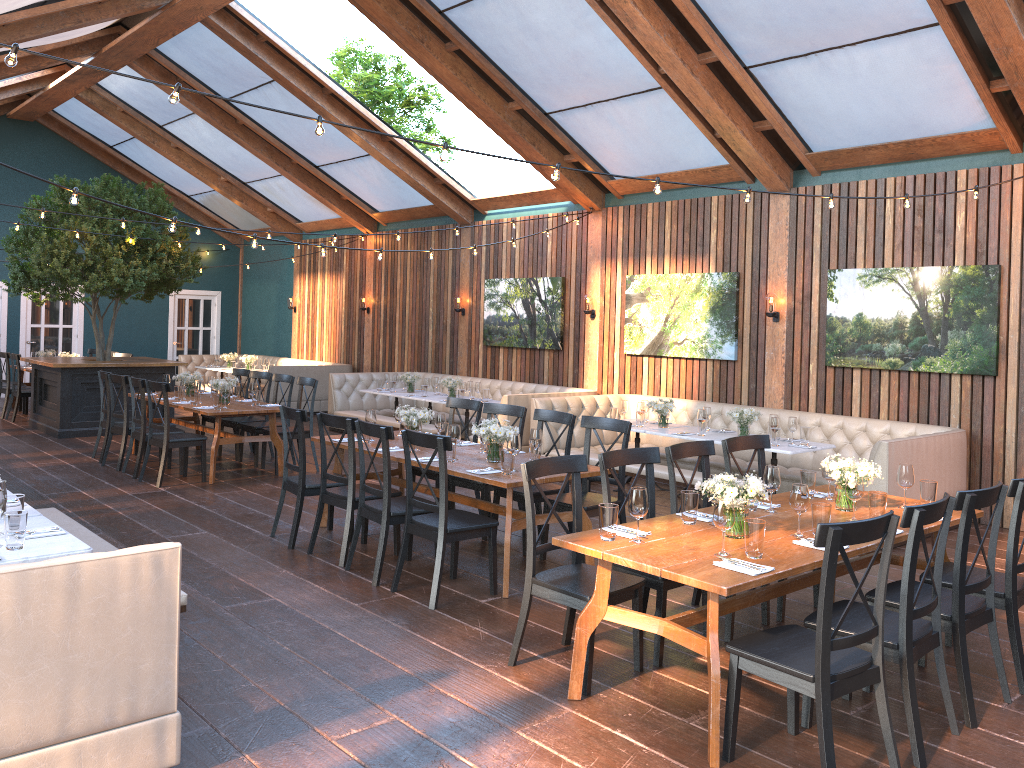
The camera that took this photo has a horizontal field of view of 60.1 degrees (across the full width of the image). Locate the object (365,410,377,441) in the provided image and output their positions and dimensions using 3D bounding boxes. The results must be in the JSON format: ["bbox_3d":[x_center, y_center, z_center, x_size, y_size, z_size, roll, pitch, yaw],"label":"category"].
[{"bbox_3d":[-1.129,0.330,7.073,0.092,0.244,0.092,2,1,7],"label":"object"}]

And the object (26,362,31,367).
[{"bbox_3d":[-8.160,-0.373,14.928,0.092,0.158,0.092,1,1,-15],"label":"object"}]

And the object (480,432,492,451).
[{"bbox_3d":[-0.200,0.425,6.699,0.092,0.158,0.092,1,1,-15],"label":"object"}]

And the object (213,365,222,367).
[{"bbox_3d":[-5.827,-0.357,17.461,0.157,0.019,0.255,-2,5,-41],"label":"object"}]

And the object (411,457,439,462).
[{"bbox_3d":[-0.572,0.520,6.188,0.255,0.019,0.158,-2,5,-41],"label":"object"}]

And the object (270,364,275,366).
[{"bbox_3d":[-4.333,-0.281,15.977,0.092,0.158,0.092,2,1,35],"label":"object"}]

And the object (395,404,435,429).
[{"bbox_3d":[-0.774,0.313,6.989,0.329,0.309,0.337,1,2,-7],"label":"object"}]

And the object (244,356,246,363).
[{"bbox_3d":[-5.047,-0.399,16.770,0.092,0.244,0.092,2,1,7],"label":"object"}]

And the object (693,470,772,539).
[{"bbox_3d":[1.047,0.561,4.175,0.336,0.309,0.329,1,2,-9],"label":"object"}]

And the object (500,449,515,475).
[{"bbox_3d":[-0.031,0.501,5.677,0.092,0.158,0.092,1,1,-15],"label":"object"}]

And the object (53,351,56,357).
[{"bbox_3d":[-7.976,-0.442,15.378,0.092,0.244,0.092,2,1,1],"label":"object"}]

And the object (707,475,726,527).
[{"bbox_3d":[1.012,0.578,4.383,0.092,0.244,0.092,2,1,1],"label":"object"}]

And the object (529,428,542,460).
[{"bbox_3d":[0.163,0.433,6.117,0.092,0.244,0.092,2,1,1],"label":"object"}]

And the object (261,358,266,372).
[{"bbox_3d":[-4.552,-0.346,16.207,0.092,0.244,0.092,2,1,7],"label":"object"}]

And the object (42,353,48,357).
[{"bbox_3d":[-7.721,-0.383,14.636,0.092,0.244,0.092,2,1,1],"label":"object"}]

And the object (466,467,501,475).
[{"bbox_3d":[-0.161,0.561,5.766,0.255,0.019,0.158,-2,5,-41],"label":"object"}]

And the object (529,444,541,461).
[{"bbox_3d":[0.162,0.468,6.226,0.092,0.158,0.092,1,1,-15],"label":"object"}]

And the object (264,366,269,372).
[{"bbox_3d":[-4.530,-0.310,16.314,0.092,0.158,0.092,2,1,35],"label":"object"}]

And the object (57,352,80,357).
[{"bbox_3d":[-7.143,-0.372,14.252,0.329,0.309,0.337,1,2,-26],"label":"object"}]

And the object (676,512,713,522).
[{"bbox_3d":[0.986,0.678,4.551,0.157,0.019,0.255,-2,5,-41],"label":"object"}]

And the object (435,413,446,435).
[{"bbox_3d":[-0.564,0.354,6.956,0.092,0.244,0.092,2,1,1],"label":"object"}]

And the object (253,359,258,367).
[{"bbox_3d":[-4.623,-0.328,15.924,0.092,0.244,0.092,2,1,7],"label":"object"}]

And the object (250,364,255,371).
[{"bbox_3d":[-4.647,-0.279,15.817,0.092,0.158,0.092,2,1,35],"label":"object"}]

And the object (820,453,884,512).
[{"bbox_3d":[1.850,0.536,4.856,0.329,0.309,0.336,2,2,14],"label":"object"}]

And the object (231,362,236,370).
[{"bbox_3d":[-5.175,-0.335,16.413,0.092,0.158,0.092,2,1,35],"label":"object"}]

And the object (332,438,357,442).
[{"bbox_3d":[-1.293,0.440,7.048,0.255,0.019,0.158,-2,5,-41],"label":"object"}]

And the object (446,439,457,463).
[{"bbox_3d":[-0.428,0.461,6.100,0.092,0.158,0.092,1,1,-15],"label":"object"}]

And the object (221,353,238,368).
[{"bbox_3d":[-5.444,-0.461,17.027,0.329,0.309,0.336,2,2,14],"label":"object"}]

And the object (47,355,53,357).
[{"bbox_3d":[-7.398,-0.340,14.160,0.092,0.244,0.092,2,1,7],"label":"object"}]

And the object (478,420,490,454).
[{"bbox_3d":[-0.211,0.390,6.581,0.092,0.244,0.092,2,1,1],"label":"object"}]

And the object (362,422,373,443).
[{"bbox_3d":[-1.142,0.381,6.953,0.092,0.158,0.092,2,1,5],"label":"object"}]

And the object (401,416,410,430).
[{"bbox_3d":[-0.917,0.346,7.542,0.092,0.158,0.092,2,1,-5],"label":"object"}]

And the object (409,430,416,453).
[{"bbox_3d":[-0.745,0.424,6.519,0.092,0.158,0.092,1,1,-15],"label":"object"}]

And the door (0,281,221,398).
[{"bbox_3d":[-9.598,-0.854,17.004,8.172,2.208,0.174,-2,2,-41],"label":"door"}]

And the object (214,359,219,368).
[{"bbox_3d":[-5.679,-0.390,16.999,0.092,0.158,0.092,2,1,35],"label":"object"}]

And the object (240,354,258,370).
[{"bbox_3d":[-4.885,-0.402,16.412,0.336,0.309,0.329,2,2,1],"label":"object"}]

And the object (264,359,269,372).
[{"bbox_3d":[-4.438,-0.329,16.000,0.092,0.244,0.092,2,1,7],"label":"object"}]

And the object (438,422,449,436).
[{"bbox_3d":[-0.553,0.389,7.077,0.092,0.158,0.092,1,1,-15],"label":"object"}]

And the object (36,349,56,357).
[{"bbox_3d":[-7.875,-0.444,14.984,0.329,0.309,0.337,0,3,-43],"label":"object"}]

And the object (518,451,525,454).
[{"bbox_3d":[-0.039,0.506,6.610,0.255,0.019,0.158,-2,5,-41],"label":"object"}]

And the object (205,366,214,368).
[{"bbox_3d":[-5.823,-0.331,17.087,0.255,0.019,0.158,-2,5,-41],"label":"object"}]

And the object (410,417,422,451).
[{"bbox_3d":[-0.721,0.375,6.626,0.092,0.244,0.092,2,1,1],"label":"object"}]

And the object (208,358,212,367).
[{"bbox_3d":[-5.913,-0.419,17.319,0.092,0.158,0.092,2,1,35],"label":"object"}]

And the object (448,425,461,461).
[{"bbox_3d":[-0.404,0.411,6.207,0.092,0.244,0.092,2,1,1],"label":"object"}]

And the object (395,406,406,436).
[{"bbox_3d":[-0.936,0.312,7.413,0.092,0.244,0.092,2,1,7],"label":"object"}]

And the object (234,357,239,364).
[{"bbox_3d":[-5.151,-0.385,16.520,0.092,0.244,0.092,2,1,7],"label":"object"}]

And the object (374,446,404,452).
[{"bbox_3d":[-0.889,0.484,6.607,0.255,0.019,0.158,-2,5,-41],"label":"object"}]

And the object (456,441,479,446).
[{"bbox_3d":[-0.399,0.469,6.995,0.255,0.019,0.158,-2,5,-41],"label":"object"}]

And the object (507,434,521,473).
[{"bbox_3d":[0.013,0.451,5.796,0.092,0.244,0.092,2,1,1],"label":"object"}]

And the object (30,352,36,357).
[{"bbox_3d":[-8.136,-0.422,15.034,0.092,0.244,0.092,2,1,1],"label":"object"}]

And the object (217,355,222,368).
[{"bbox_3d":[-5.655,-0.440,17.106,0.092,0.244,0.092,2,1,1],"label":"object"}]

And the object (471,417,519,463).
[{"bbox_3d":[-0.118,0.389,6.166,0.336,0.309,0.329,2,2,16],"label":"object"}]

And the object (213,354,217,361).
[{"bbox_3d":[-5.805,-0.457,17.296,0.092,0.244,0.092,2,1,1],"label":"object"}]
